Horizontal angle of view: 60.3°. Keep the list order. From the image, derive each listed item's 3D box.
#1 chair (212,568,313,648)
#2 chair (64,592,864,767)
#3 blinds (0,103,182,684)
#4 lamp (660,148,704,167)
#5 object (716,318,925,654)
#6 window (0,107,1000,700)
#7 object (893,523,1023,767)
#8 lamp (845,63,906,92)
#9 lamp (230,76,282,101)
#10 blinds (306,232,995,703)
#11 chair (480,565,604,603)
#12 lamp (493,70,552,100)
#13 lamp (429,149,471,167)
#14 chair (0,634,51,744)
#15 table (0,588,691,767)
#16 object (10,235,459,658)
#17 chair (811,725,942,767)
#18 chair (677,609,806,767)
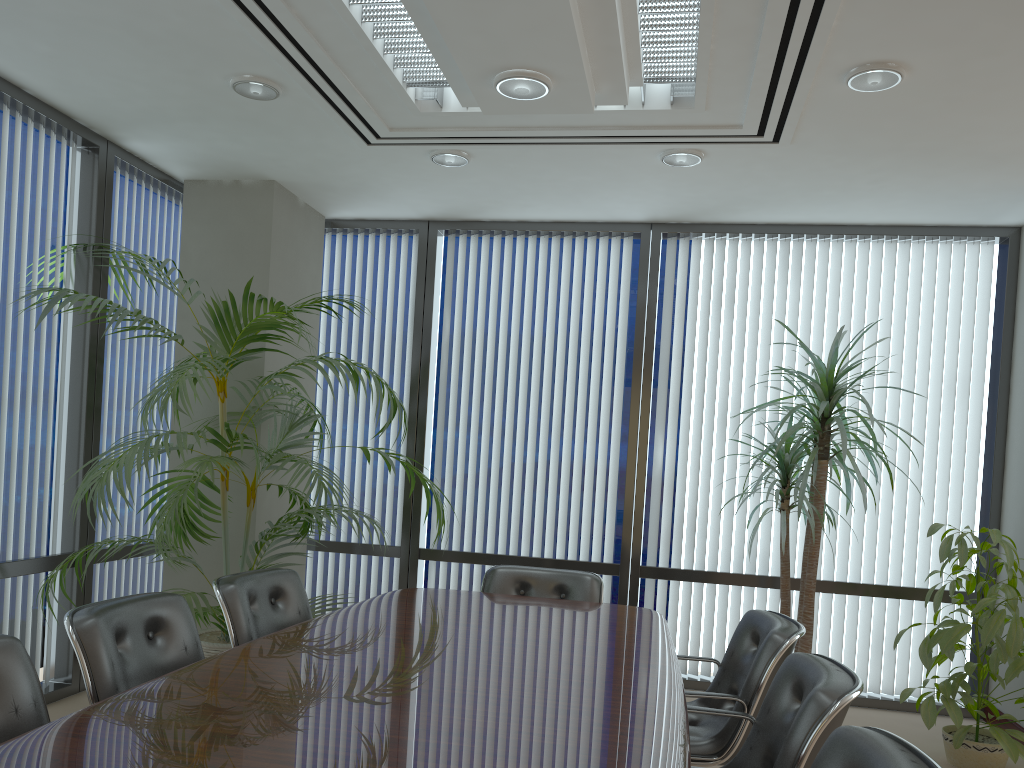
[{"bbox_3d":[-0.855,1.279,3.845,0.851,0.859,0.761,3,-2,15],"label":"chair"},{"bbox_3d":[-0.227,1.231,2.869,2.524,0.859,0.760,3,-2,10],"label":"chair"},{"bbox_3d":[-2.584,0.076,3.869,0.031,2.904,4.914,4,-3,11],"label":"blinds"},{"bbox_3d":[0.873,-1.159,4.536,0.225,0.035,0.226,3,-5,0],"label":"lamp"},{"bbox_3d":[1.688,0.810,4.970,1.019,2.315,1.030,3,0,-14],"label":"object"},{"bbox_3d":[-1.032,0.274,4.970,7.401,2.912,3.526,6,-4,-34],"label":"window"},{"bbox_3d":[2.489,1.393,4.525,0.981,1.313,0.855,4,-1,-19],"label":"object"},{"bbox_3d":[1.444,-1.214,3.511,0.224,0.035,0.226,0,-6,35],"label":"lamp"},{"bbox_3d":[-1.156,-1.330,3.983,0.224,0.035,0.226,0,-6,35],"label":"lamp"},{"bbox_3d":[0.508,0.449,5.989,4.923,2.912,0.050,3,1,10],"label":"blinds"},{"bbox_3d":[0.103,1.389,4.437,0.758,0.859,0.855,3,-2,10],"label":"chair"},{"bbox_3d":[0.040,-1.126,3.344,0.224,0.035,0.226,0,-6,35],"label":"lamp"},{"bbox_3d":[-0.335,-1.213,4.756,0.224,0.035,0.226,2,-5,21],"label":"lamp"},{"bbox_3d":[-1.201,1.112,2.183,0.851,0.859,0.761,3,-2,10],"label":"chair"},{"bbox_3d":[-0.289,1.247,2.478,1.505,0.748,4.086,3,-5,11],"label":"table"},{"bbox_3d":[-1.541,0.496,4.697,2.083,2.479,2.175,3,-2,31],"label":"object"},{"bbox_3d":[0.443,1.186,1.885,0.851,0.859,0.761,3,-2,10],"label":"chair"},{"bbox_3d":[0.704,1.346,3.538,0.852,0.859,0.736,3,-2,5],"label":"chair"}]
